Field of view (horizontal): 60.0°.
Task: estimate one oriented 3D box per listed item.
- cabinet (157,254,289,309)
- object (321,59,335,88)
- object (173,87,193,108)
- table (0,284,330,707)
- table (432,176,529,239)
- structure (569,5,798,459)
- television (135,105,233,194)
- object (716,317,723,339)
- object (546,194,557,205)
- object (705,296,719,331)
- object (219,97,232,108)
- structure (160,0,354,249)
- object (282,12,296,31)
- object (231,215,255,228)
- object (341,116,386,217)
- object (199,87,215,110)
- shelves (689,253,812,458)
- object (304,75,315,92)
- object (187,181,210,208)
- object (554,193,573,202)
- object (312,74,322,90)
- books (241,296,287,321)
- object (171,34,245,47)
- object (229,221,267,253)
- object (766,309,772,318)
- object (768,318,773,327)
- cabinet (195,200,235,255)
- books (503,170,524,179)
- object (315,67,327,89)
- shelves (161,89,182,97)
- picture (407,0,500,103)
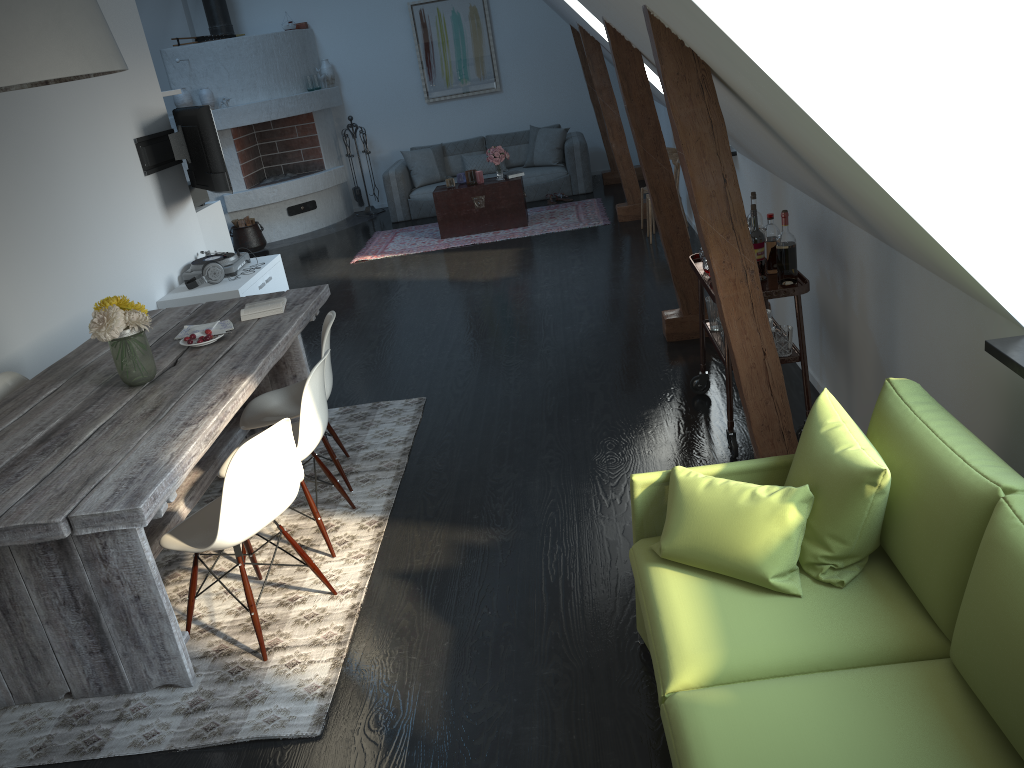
[{"bbox_3d":[-2.146,-0.587,6.818,0.623,0.507,1.069,-8,21,5],"label":"cabinet"},{"bbox_3d":[-2.303,-3.870,11.096,0.165,0.368,0.165,-18,23,-21],"label":"object"},{"bbox_3d":[-3.687,-3.161,9.965,0.203,0.314,0.203,-14,22,-10],"label":"object"},{"bbox_3d":[-1.515,0.343,3.794,1.141,0.788,2.421,-8,21,5],"label":"table"},{"bbox_3d":[-0.319,-1.871,9.316,0.962,0.492,0.471,-8,21,5],"label":"table"},{"bbox_3d":[1.102,-1.112,4.783,1.023,1.963,12.350,-8,21,5],"label":"structure"},{"bbox_3d":[-2.578,-1.708,6.679,0.537,0.652,1.005,-21,24,-27],"label":"television"},{"bbox_3d":[0.992,-0.256,4.081,0.092,0.099,0.092,-16,22,-16],"label":"object"},{"bbox_3d":[0.441,-2.123,10.188,0.101,0.090,0.277,-12,21,-6],"label":"object"},{"bbox_3d":[0.968,-0.334,4.213,0.087,0.155,0.087,-18,23,-21],"label":"object"},{"bbox_3d":[-3.246,-3.196,10.042,0.161,0.114,0.064,-7,21,7],"label":"object"},{"bbox_3d":[-3.842,-4.225,11.034,3.058,4.752,3.049,-4,22,13],"label":"structure"},{"bbox_3d":[-2.699,-4.372,10.683,0.066,0.221,0.231,5,25,33],"label":"object"},{"bbox_3d":[-3.106,-1.774,10.308,0.240,0.370,0.270,-8,21,4],"label":"object"},{"bbox_3d":[-1.930,-2.785,11.314,0.376,1.245,0.376,-15,22,-14],"label":"object"},{"bbox_3d":[-3.427,-3.191,9.981,0.158,0.274,0.158,10,28,41],"label":"object"},{"bbox_3d":[1.093,-0.175,4.067,0.438,0.732,0.803,-9,21,1],"label":"shelves"},{"bbox_3d":[-2.436,-3.620,10.682,0.092,0.180,0.092,4,25,31],"label":"object"},{"bbox_3d":[-2.821,-1.532,7.371,0.435,0.211,0.496,-8,21,4],"label":"object"},{"bbox_3d":[0.598,-2.157,10.205,0.101,0.090,0.277,-25,26,-35],"label":"object"},{"bbox_3d":[-2.386,-3.684,10.822,0.092,0.180,0.092,1,24,26],"label":"object"},{"bbox_3d":[-1.226,-0.382,4.379,0.202,0.042,0.251,-12,21,-6],"label":"books"},{"bbox_3d":[-3.430,-3.921,10.033,0.783,0.094,0.311,-13,21,-8],"label":"object"},{"bbox_3d":[-3.080,-1.706,10.354,0.384,0.313,0.384,3,24,29],"label":"object"},{"bbox_3d":[1.134,-0.272,4.031,0.095,0.119,0.095,-23,25,-30],"label":"object"},{"bbox_3d":[1.108,-0.224,3.921,0.095,0.119,0.095,-23,25,-30],"label":"object"},{"bbox_3d":[-2.906,-1.009,7.644,0.869,0.921,0.638,-8,21,5],"label":"cabinet"},{"bbox_3d":[0.007,-2.191,9.274,0.179,0.034,0.243,-16,22,-15],"label":"books"},{"bbox_3d":[-2.346,-3.778,10.940,0.081,0.258,0.150,7,27,36],"label":"object"},{"bbox_3d":[-3.500,-2.196,7.091,1.604,0.038,0.478,-8,21,5],"label":"shelves"},{"bbox_3d":[-0.714,-4.188,11.028,0.965,1.185,0.025,-8,21,5],"label":"picture"}]
